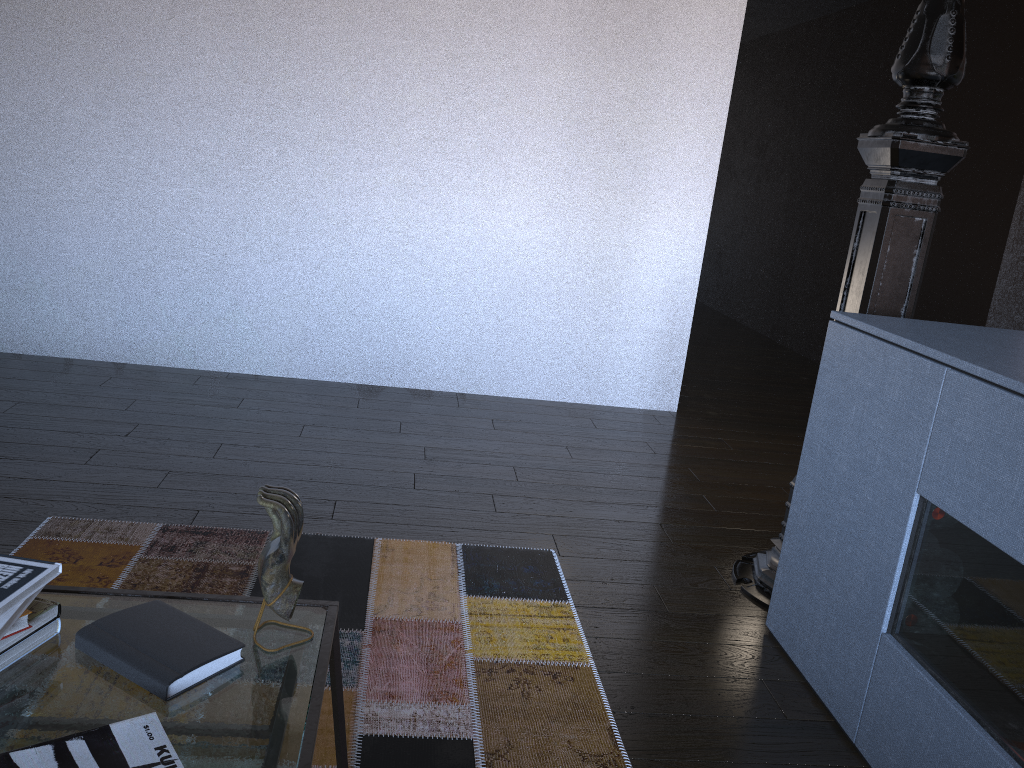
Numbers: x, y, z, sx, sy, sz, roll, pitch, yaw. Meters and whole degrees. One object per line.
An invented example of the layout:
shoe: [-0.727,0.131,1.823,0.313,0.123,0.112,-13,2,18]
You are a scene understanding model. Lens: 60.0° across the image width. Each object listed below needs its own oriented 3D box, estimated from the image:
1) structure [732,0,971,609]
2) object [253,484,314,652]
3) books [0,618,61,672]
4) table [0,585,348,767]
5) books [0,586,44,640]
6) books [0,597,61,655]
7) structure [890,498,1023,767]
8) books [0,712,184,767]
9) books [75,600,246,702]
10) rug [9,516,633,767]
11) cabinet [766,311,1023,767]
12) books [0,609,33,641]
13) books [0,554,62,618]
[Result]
structure: [-2.584,-0.563,0.511,8.514,2.397,0.481,0,16,-26]
object: [-0.325,0.244,1.217,0.099,0.223,0.093,16,16,31]
books: [-0.747,0.322,1.114,0.247,0.024,0.208,10,14,11]
table: [-0.622,0.580,0.985,0.842,0.389,0.847,5,14,-8]
books: [-0.740,0.263,1.095,0.268,0.014,0.196,5,14,-9]
books: [-0.746,0.300,1.108,0.251,0.023,0.208,10,14,11]
structure: [0.979,0.508,1.341,0.332,0.395,0.942,5,14,-8]
books: [-0.459,0.424,0.827,0.308,0.038,0.225,-3,17,-36]
books: [-0.460,0.342,1.166,0.181,0.029,0.129,15,16,29]
rug: [-0.445,0.720,1.387,1.432,0.013,2.360,5,14,-8]
cabinet: [1.158,0.631,0.816,0.607,0.845,2.955,5,14,-8]
books: [-0.750,0.284,1.081,0.239,0.023,0.190,14,15,26]
books: [-0.739,0.248,1.091,0.268,0.014,0.196,8,14,3]
